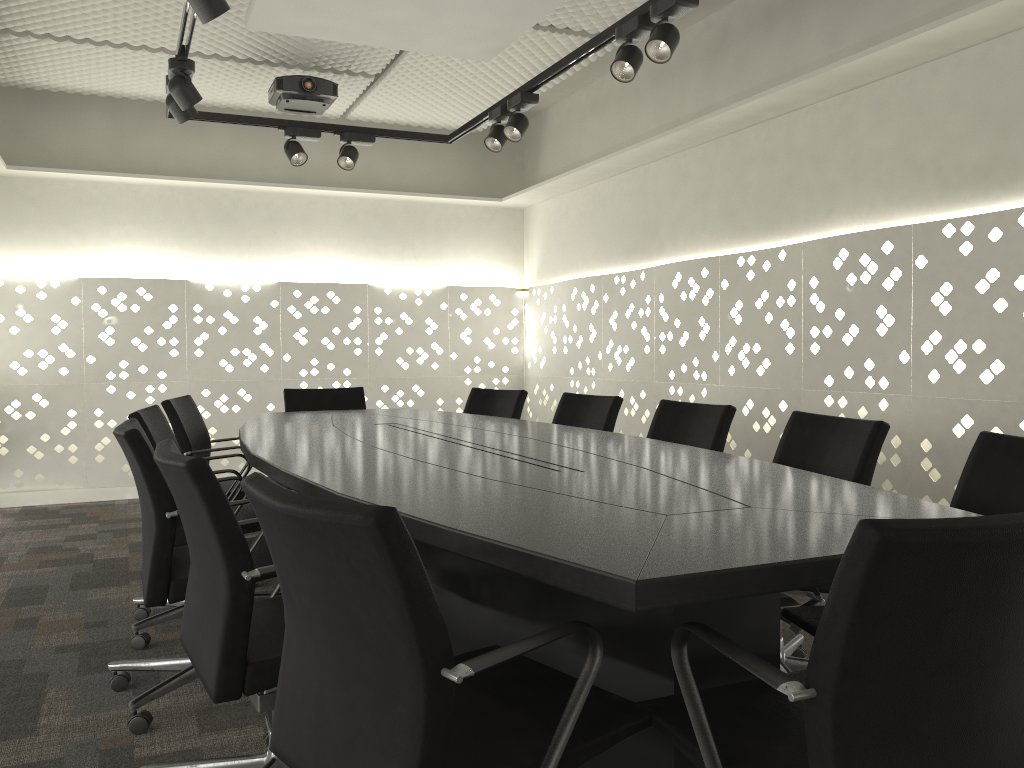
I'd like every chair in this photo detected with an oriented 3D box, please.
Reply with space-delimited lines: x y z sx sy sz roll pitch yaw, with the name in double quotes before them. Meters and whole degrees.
"chair" -0.121 0.513 1.368 0.579 0.757 0.559 -2 3 -34
"chair" -0.827 0.476 2.469 0.579 0.757 0.559 -1 2 -19
"chair" 0.703 0.468 2.401 0.579 0.757 0.559 -1 2 -9
"chair" 0.466 0.446 3.033 0.579 0.757 0.559 -1 2 -19
"chair" -0.477 0.496 1.869 0.579 0.757 0.559 -1 2 -24
"chair" -1.039 0.455 3.070 0.579 0.757 0.559 -1 2 -9
"chair" -1.204 0.429 3.788 0.579 0.757 0.559 -1 2 -4
"chair" 0.880 0.492 1.732 0.579 0.757 0.559 -1 2 -4
"chair" -0.876 0.402 4.431 0.559 0.757 0.579 -1 2 -19
"chair" 0.476 0.513 1.233 0.559 0.757 0.579 -1 2 -19
"chair" -0.214 0.406 4.202 0.579 0.757 0.559 -2 3 -34
"chair" 0.163 0.425 3.630 0.579 0.757 0.559 -1 2 -24

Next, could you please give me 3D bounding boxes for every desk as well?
"desk" -0.184 0.510 2.791 1.223 0.658 3.364 -1 2 -24

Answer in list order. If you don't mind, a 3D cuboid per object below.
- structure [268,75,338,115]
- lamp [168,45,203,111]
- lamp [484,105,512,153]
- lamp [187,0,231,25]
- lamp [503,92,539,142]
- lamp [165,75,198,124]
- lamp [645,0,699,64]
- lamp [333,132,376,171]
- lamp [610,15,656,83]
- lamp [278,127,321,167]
"structure" -1.130 -1.558 4.786 0.327 0.144 0.371 -1 2 -24
"lamp" -1.268 -1.168 3.442 0.126 0.224 0.213 -1 2 -21
"lamp" -0.064 -1.204 4.159 0.126 0.224 0.213 -1 2 -21
"lamp" -0.874 -1.137 2.542 0.126 0.224 0.213 -1 2 -21
"lamp" 0.025 -1.197 3.954 0.126 0.224 0.213 -1 2 -21
"lamp" -1.358 -1.175 3.647 0.126 0.224 0.213 -1 2 -21
"lamp" 0.499 -1.159 2.873 0.126 0.224 0.213 -1 2 -21
"lamp" -0.813 -1.215 4.591 0.214 0.224 0.118 -2 3 -35
"lamp" 0.409 -1.166 3.077 0.126 0.224 0.213 -1 2 -21
"lamp" -1.069 -1.208 4.469 0.213 0.224 0.126 -1 2 -21
